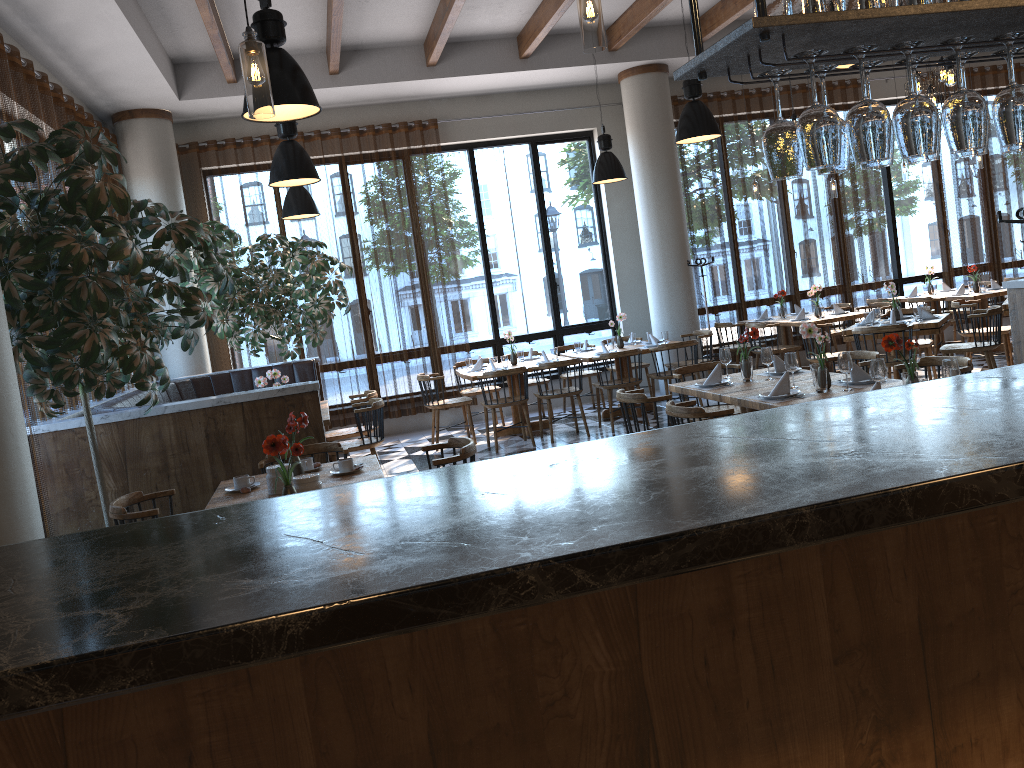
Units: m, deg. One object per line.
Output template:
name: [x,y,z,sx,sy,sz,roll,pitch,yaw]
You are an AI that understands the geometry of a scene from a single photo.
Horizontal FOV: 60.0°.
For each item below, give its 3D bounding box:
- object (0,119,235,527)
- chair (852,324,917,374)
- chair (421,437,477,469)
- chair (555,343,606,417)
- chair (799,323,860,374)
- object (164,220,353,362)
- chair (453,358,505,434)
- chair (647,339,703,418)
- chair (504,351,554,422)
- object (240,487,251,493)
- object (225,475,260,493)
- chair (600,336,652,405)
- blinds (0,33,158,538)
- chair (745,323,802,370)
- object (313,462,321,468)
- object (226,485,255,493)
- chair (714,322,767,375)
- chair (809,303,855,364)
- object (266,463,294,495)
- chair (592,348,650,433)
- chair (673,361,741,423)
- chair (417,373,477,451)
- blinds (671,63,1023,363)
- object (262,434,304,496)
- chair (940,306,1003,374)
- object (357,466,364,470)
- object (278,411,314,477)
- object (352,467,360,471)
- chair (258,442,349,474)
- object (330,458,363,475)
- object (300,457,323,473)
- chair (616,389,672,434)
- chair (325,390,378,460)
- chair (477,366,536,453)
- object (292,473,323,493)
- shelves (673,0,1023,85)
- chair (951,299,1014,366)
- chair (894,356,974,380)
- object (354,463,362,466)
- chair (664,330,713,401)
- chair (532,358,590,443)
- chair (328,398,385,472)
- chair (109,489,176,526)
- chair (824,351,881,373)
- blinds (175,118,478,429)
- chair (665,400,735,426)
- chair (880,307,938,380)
object: [-2.183,-0.039,5.063,1.485,2.773,1.753,-10,5,-31]
chair: [3.452,-0.152,8.134,0.518,0.815,0.552,-5,5,33]
chair: [-0.413,0.743,4.739,0.550,0.815,0.520,-9,4,-12]
chair: [0.821,-0.063,10.770,0.520,0.815,0.550,-9,4,-12]
chair: [3.259,-0.218,9.025,0.549,0.815,0.522,-5,5,33]
object: [-2.608,-0.472,9.740,1.477,2.773,1.762,-5,5,37]
chair: [-0.383,0.132,10.514,0.520,0.815,0.550,-9,4,-12]
chair: [1.740,-0.049,9.421,0.520,0.815,0.550,-9,4,-12]
chair: [0.192,0.039,10.636,0.520,0.815,0.550,-9,4,-12]
object: [-1.333,0.531,4.431,0.053,0.025,0.049,-12,7,-34]
object: [-1.377,0.506,4.520,0.175,0.066,0.176,-4,7,33]
chair: [1.413,-0.158,10.896,0.520,0.815,0.550,-9,4,-12]
blinds: [-3.477,-0.688,6.944,0.155,3.571,5.554,-9,5,-11]
chair: [3.089,-0.346,10.468,0.550,0.815,0.520,-9,4,-12]
object: [-1.076,0.445,4.869,0.052,0.023,0.050,-9,6,-14]
object: [-1.362,0.531,4.458,0.156,0.012,0.034,-13,8,-40]
chair: [2.910,-0.408,11.292,0.550,0.815,0.520,-9,4,-12]
chair: [4.173,-0.612,11.560,0.550,0.815,0.520,-9,4,-12]
object: [-1.130,0.462,4.318,0.129,0.128,0.130,-5,6,32]
chair: [1.130,0.050,9.291,0.520,0.815,0.550,-9,4,-12]
chair: [1.543,0.269,6.657,0.520,0.815,0.550,-9,4,-12]
chair: [-0.710,0.266,9.663,0.550,0.815,0.520,-9,4,-12]
blinds: [5.561,-2.518,12.397,7.274,3.572,0.160,-9,4,-12]
object: [-0.952,0.383,3.740,0.156,0.354,0.171,-10,4,-26]
chair: [4.334,-0.294,8.322,0.549,0.815,0.522,-5,5,33]
object: [-0.791,0.437,4.597,0.050,0.023,0.052,-10,6,-16]
object: [-1.093,0.318,4.546,0.156,0.354,0.172,-5,5,36]
object: [-0.804,0.440,4.565,0.050,0.023,0.052,-10,6,-16]
chair: [-1.166,0.799,5.196,0.520,0.815,0.550,-9,4,-12]
object: [-0.861,0.426,4.604,0.175,0.066,0.176,-8,6,3]
object: [-1.120,0.440,4.815,0.176,0.066,0.176,-11,6,-26]
chair: [1.021,0.421,5.899,0.550,0.815,0.520,-9,4,-12]
chair: [-1.494,0.508,8.399,0.550,0.815,0.520,-9,4,-12]
chair: [-0.057,0.241,9.039,0.520,0.815,0.550,-9,4,-12]
object: [-0.906,0.471,3.937,0.129,0.128,0.130,-5,6,32]
shelves: [0.400,-1.487,1.601,5.871,1.791,0.683,-9,4,-12]
chair: [5.000,-0.500,9.395,0.549,0.815,0.522,-5,5,33]
chair: [2.491,0.277,5.325,0.550,0.815,0.520,-9,4,-12]
object: [-0.828,0.428,4.735,0.034,0.023,0.156,-7,6,13]
chair: [2.085,-0.185,10.257,0.550,0.815,0.520,-9,4,-12]
chair: [0.501,0.151,9.158,0.520,0.815,0.550,-9,4,-12]
chair: [-1.312,0.571,7.560,0.550,0.815,0.520,-9,4,-12]
chair: [-1.671,0.945,4.472,0.550,0.815,0.520,-9,4,-12]
chair: [2.307,0.214,6.172,0.550,0.815,0.520,-9,4,-12]
blinds: [-2.233,-1.261,10.747,3.202,3.572,0.155,-9,4,-11]
chair: [1.206,0.484,5.052,0.550,0.815,0.520,-9,4,-12]
chair: [4.141,-0.361,9.212,0.518,0.815,0.552,-5,5,33]
